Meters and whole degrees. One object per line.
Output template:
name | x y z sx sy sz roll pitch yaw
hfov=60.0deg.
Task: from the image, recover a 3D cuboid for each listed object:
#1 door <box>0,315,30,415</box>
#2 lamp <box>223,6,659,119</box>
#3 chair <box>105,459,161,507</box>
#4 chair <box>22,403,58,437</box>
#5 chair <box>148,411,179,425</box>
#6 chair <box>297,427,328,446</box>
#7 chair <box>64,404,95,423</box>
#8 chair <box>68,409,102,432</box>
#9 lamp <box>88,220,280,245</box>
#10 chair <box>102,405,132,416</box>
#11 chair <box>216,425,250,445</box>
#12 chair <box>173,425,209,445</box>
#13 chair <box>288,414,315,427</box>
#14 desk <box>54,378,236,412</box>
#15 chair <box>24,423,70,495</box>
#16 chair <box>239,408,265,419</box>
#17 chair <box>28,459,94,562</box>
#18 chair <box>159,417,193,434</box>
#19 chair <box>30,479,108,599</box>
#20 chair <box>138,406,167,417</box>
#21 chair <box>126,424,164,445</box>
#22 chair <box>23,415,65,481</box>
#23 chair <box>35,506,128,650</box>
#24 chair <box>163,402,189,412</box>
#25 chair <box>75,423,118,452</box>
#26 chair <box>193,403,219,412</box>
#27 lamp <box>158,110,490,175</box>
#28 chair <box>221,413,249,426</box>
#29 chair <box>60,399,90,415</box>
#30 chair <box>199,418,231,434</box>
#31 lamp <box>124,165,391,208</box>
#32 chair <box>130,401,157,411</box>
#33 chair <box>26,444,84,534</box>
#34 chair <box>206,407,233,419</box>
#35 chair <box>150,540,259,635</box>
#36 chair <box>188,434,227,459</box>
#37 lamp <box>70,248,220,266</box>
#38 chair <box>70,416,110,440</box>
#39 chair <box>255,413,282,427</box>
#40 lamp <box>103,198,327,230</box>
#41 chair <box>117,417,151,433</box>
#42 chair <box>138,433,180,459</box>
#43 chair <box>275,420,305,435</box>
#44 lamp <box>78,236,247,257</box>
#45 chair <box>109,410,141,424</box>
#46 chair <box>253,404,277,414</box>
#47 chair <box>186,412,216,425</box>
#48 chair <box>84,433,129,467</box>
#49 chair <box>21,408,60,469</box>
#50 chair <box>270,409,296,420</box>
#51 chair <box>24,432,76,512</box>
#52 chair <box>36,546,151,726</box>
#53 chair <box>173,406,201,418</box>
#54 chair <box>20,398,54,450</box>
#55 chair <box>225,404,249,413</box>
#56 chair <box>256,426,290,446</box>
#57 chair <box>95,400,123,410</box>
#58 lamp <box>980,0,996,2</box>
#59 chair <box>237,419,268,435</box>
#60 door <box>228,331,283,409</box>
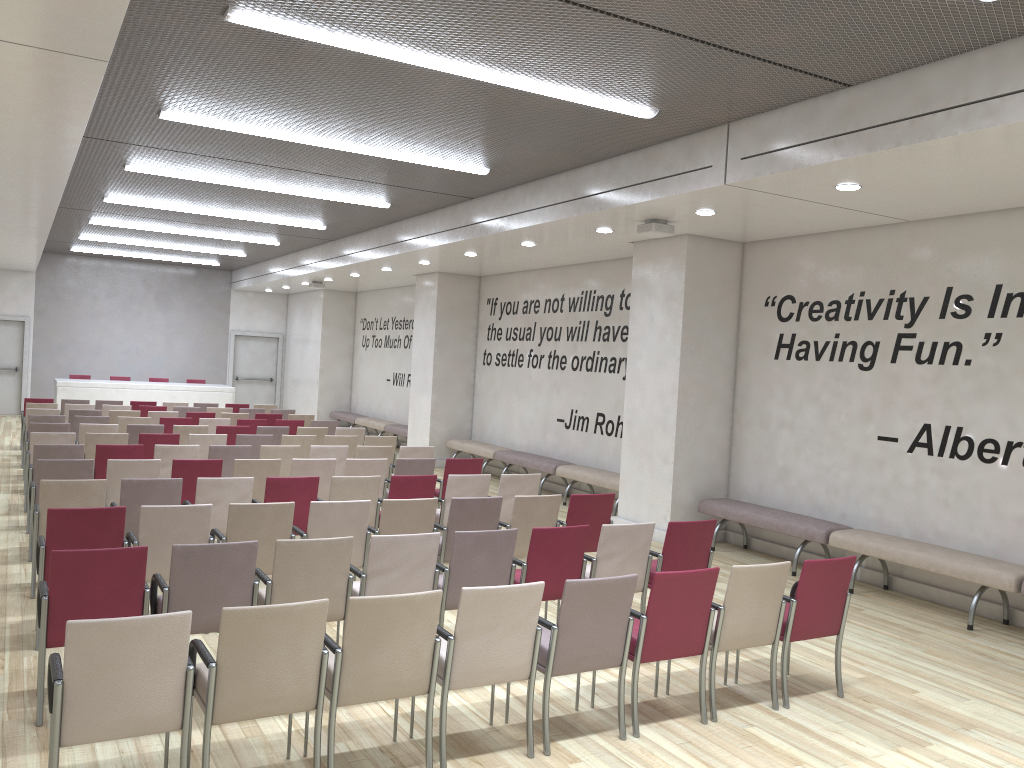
door | -12.786 -0.461 20.928 2.373 2.400 0.200 3 2 -29
lamp | -0.326 -2.208 6.273 3.304 0.045 0.198 3 1 -29
chair | -3.546 1.105 8.208 0.513 0.890 0.640 3 1 -29
chair | -7.647 0.735 14.372 0.513 0.890 0.640 3 2 -30
chair | -5.603 0.857 14.101 0.513 0.890 0.640 3 1 -29
chair | -2.974 1.037 12.766 0.513 0.890 0.640 3 1 -30
chair | -7.163 0.756 14.632 0.513 0.890 0.640 3 1 -29
chair | -6.562 0.814 13.560 0.513 0.890 0.640 3 1 -30
lamp | -5.913 -2.747 16.212 3.304 0.045 0.198 3 1 -29
chair | -6.695 0.777 14.911 0.513 0.890 0.640 3 2 -30
chair | -3.931 0.994 12.241 0.513 0.890 0.640 3 1 -30
chair | -4.395 0.974 11.957 0.513 0.890 0.640 3 1 -29
chair | -3.703 0.942 15.183 0.513 0.890 0.640 3 1 -30
desk | -8.283 0.497 20.012 3.652 1.042 1.456 3 1 -29
chair | -5.839 0.909 11.161 0.513 0.890 0.640 3 1 -29
chair | -4.766 0.864 15.983 0.513 0.890 0.640 3 1 -29
chair | -4.036 1.083 7.948 0.513 0.890 0.640 3 1 -30
chair | -5.007 0.915 13.044 0.513 0.890 0.640 3 1 -30
chair | -3.425 1.141 6.872 0.513 0.890 0.640 3 1 -28
chair | -6.209 0.799 15.188 0.513 0.890 0.640 3 1 -29
chair | -4.880 0.952 11.686 0.513 0.890 0.640 3 1 -29
chair | -6.445 0.851 12.227 0.513 0.890 0.640 3 1 -30
chair | -2.820 1.199 5.800 0.513 0.890 0.640 3 1 -30
chair | -6.328 0.762 16.525 0.513 0.890 0.640 3 1 -29
chair | -5.357 0.931 11.415 0.513 0.890 0.640 3 1 -29
chair | -5.857 0.784 16.780 0.513 0.890 0.640 3 1 -29
lamp | -1.721 -2.343 8.754 3.304 0.045 0.198 3 1 -29
chair | -4.657 0.899 14.646 0.513 0.890 0.640 3 1 -30
chair | -7.765 0.698 15.706 0.513 0.890 0.640 3 1 -29
chair | -4.532 0.936 13.303 0.513 0.890 0.640 3 1 -30
lamp | -3.122 -2.478 11.247 3.304 0.045 0.198 3 1 -29
chair | -6.810 0.741 16.248 0.513 0.890 0.640 3 1 -30
chair | -4.633 1.025 9.017 0.513 0.890 0.640 3 1 -29
chair | -5.259 0.841 15.720 0.513 0.890 0.640 3 1 -30
chair | -1.749 1.278 5.008 0.513 0.890 0.640 3 1 -29
chair | -3.811 1.030 10.896 0.513 0.890 0.640 3 1 -30
lamp | -8.683 -3.014 21.139 3.304 0.045 0.198 3 1 -29
chair | -5.959 0.872 12.495 0.513 0.890 0.640 3 1 -30
chair | -4.182 0.921 14.915 0.513 0.890 0.640 3 1 -30
lamp | -4.503 -2.611 13.703 3.304 0.045 0.198 3 1 -29
chair | -5.488 0.893 12.762 0.513 0.890 0.640 3 1 -29
chair | -4.280 1.010 10.617 0.513 0.890 0.640 3 1 -30
chair | -3.564 0.979 13.851 0.513 0.890 0.640 3 1 -30
lamp | -7.287 -2.879 18.656 3.304 0.045 0.198 3 1 -29
chair | -6.096 0.835 13.836 0.513 0.890 0.640 3 2 -30
chair | -4.901 0.827 17.316 0.513 0.890 0.640 3 1 -29
chair | -5.118 0.879 14.374 0.513 0.890 0.640 3 2 -30
chair | -4.766 0.988 10.345 0.513 0.890 0.640 3 1 -29
chair | -7.045 0.793 13.285 0.513 0.890 0.640 3 1 -29
chair | -4.287 0.885 16.251 0.513 0.890 0.640 3 1 -29
chair | -5.240 0.967 10.079 0.513 0.890 0.640 3 1 -29
chair | -2.241 1.256 4.730 0.513 0.890 0.640 3 1 -30
chair | -5.725 0.821 15.444 0.513 0.890 0.640 3 1 -29
chair | -8.253 0.677 15.429 0.513 0.890 0.640 3 1 -29
chair | -5.367 0.806 17.058 0.513 0.890 0.640 3 1 -30
chair | -3.458 1.015 12.502 0.513 0.890 0.640 3 1 -29
chair | -7.298 0.719 15.983 0.513 0.890 0.640 3 1 -29
lamp | 1.076 -2.073 3.779 3.304 0.045 0.198 3 1 -29
chair | -4.054 0.958 13.563 0.513 0.890 0.640 3 1 -29
door | -7.021 -0.203 24.182 1.400 2.400 0.200 3 2 -29
